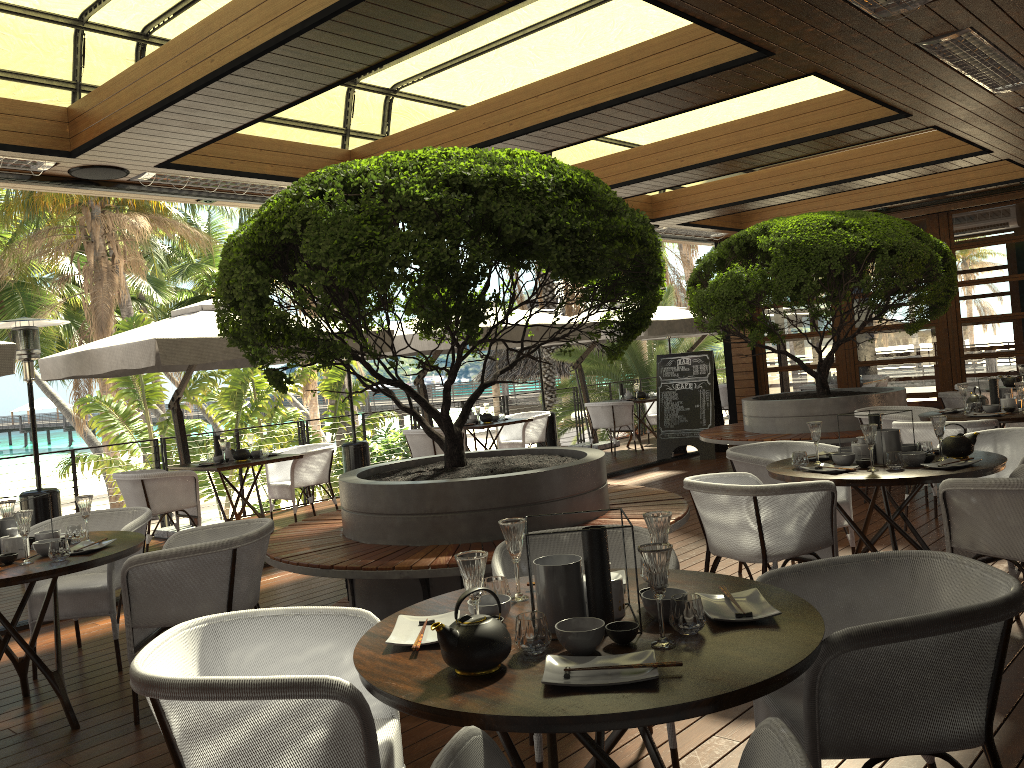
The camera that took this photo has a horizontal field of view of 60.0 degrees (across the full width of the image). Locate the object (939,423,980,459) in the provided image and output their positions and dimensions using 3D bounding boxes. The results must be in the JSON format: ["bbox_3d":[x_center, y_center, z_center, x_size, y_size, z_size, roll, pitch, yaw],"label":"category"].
[{"bbox_3d":[2.292,0.290,4.572,0.163,0.179,0.168,-5,1,-27],"label":"object"}]

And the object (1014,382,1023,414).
[{"bbox_3d":[3.713,0.100,6.458,0.082,0.227,0.082,-5,0,-43],"label":"object"}]

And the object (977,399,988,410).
[{"bbox_3d":[3.710,0.162,6.996,0.086,0.086,0.086,-5,1,11],"label":"object"}]

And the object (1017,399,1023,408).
[{"bbox_3d":[3.966,0.153,6.890,0.116,0.065,0.116,-5,1,-23],"label":"object"}]

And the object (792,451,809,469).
[{"bbox_3d":[1.523,0.402,4.690,0.086,0.086,0.086,-5,1,20],"label":"object"}]

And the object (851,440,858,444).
[{"bbox_3d":[1.934,0.361,4.942,0.086,0.086,0.086,-5,1,15],"label":"object"}]

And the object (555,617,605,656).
[{"bbox_3d":[0.159,0.588,2.050,0.116,0.065,0.116,-5,1,10],"label":"object"}]

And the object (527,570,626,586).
[{"bbox_3d":[0.191,0.593,2.634,0.294,0.025,0.170,-5,1,6],"label":"object"}]

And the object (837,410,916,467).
[{"bbox_3d":[1.914,0.280,4.658,0.263,0.264,0.263,-5,1,-30],"label":"object"}]

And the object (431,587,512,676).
[{"bbox_3d":[-0.087,0.552,2.004,0.168,0.179,0.163,-5,1,4],"label":"object"}]

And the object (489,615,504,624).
[{"bbox_3d":[-0.059,0.614,2.232,0.080,0.042,0.080,-5,1,0],"label":"object"}]

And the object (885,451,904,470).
[{"bbox_3d":[1.883,0.377,4.363,0.086,0.086,0.086,-5,1,15],"label":"object"}]

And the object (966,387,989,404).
[{"bbox_3d":[3.743,0.109,7.142,0.163,0.179,0.168,-5,1,-37],"label":"object"}]

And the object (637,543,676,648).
[{"bbox_3d":[0.340,0.487,2.046,0.082,0.227,0.082,-5,0,-5],"label":"object"}]

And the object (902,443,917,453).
[{"bbox_3d":[2.133,0.358,4.756,0.116,0.065,0.116,-5,1,-27],"label":"object"}]

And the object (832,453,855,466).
[{"bbox_3d":[1.726,0.397,4.610,0.116,0.065,0.116,-5,1,-27],"label":"object"}]

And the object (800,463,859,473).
[{"bbox_3d":[1.622,0.429,4.477,0.170,0.025,0.294,-6,1,-25],"label":"object"}]

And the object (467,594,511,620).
[{"bbox_3d":[-0.057,0.601,2.334,0.116,0.065,0.116,-5,1,22],"label":"object"}]

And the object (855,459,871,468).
[{"bbox_3d":[1.786,0.405,4.499,0.080,0.042,0.080,-5,1,3],"label":"object"}]

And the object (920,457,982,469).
[{"bbox_3d":[2.151,0.386,4.311,0.295,0.025,0.170,-6,1,-30],"label":"object"}]

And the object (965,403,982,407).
[{"bbox_3d":[3.612,0.183,6.938,0.116,0.065,0.116,-6,1,-35],"label":"object"}]

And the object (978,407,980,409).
[{"bbox_3d":[3.568,0.200,6.842,0.080,0.042,0.080,-5,1,20],"label":"object"}]

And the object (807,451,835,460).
[{"bbox_3d":[1.723,0.409,4.986,0.295,0.025,0.170,-6,1,-30],"label":"object"}]

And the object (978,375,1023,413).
[{"bbox_3d":[3.748,0.075,6.756,0.264,0.264,0.263,-6,1,-44],"label":"object"}]

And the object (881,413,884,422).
[{"bbox_3d":[2.031,0.279,4.919,0.082,0.227,0.082,-5,0,-36],"label":"object"}]

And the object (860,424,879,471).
[{"bbox_3d":[1.769,0.314,4.372,0.082,0.227,0.082,-5,0,-36],"label":"object"}]

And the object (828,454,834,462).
[{"bbox_3d":[1.750,0.403,4.780,0.080,0.042,0.080,-6,1,-32],"label":"object"}]

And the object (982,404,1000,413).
[{"bbox_3d":[3.589,0.191,6.636,0.116,0.065,0.116,-5,1,-23],"label":"object"}]

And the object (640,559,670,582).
[{"bbox_3d":[0.419,0.542,2.606,0.086,0.086,0.086,-6,1,-39],"label":"object"}]

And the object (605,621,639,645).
[{"bbox_3d":[0.261,0.590,2.086,0.080,0.042,0.080,-4,1,35],"label":"object"}]

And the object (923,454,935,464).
[{"bbox_3d":[2.093,0.379,4.473,0.080,0.042,0.080,-5,1,-9],"label":"object"}]

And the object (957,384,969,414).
[{"bbox_3d":[3.470,0.114,6.808,0.082,0.227,0.082,-5,0,-38],"label":"object"}]

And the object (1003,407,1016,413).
[{"bbox_3d":[3.681,0.196,6.558,0.080,0.042,0.080,-5,1,7],"label":"object"}]

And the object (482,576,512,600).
[{"bbox_3d":[-0.046,0.586,2.468,0.086,0.086,0.086,-5,1,6],"label":"object"}]

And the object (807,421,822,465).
[{"bbox_3d":[1.635,0.317,4.764,0.082,0.227,0.082,-5,0,-29],"label":"object"}]

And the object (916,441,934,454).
[{"bbox_3d":[2.164,0.347,4.646,0.086,0.086,0.086,-5,1,20],"label":"object"}]

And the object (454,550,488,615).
[{"bbox_3d":[-0.088,0.523,2.140,0.082,0.227,0.082,-5,0,-10],"label":"object"}]

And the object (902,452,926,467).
[{"bbox_3d":[2.004,0.376,4.422,0.116,0.065,0.116,-5,1,-4],"label":"object"}]

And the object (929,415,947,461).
[{"bbox_3d":[2.174,0.275,4.503,0.082,0.227,0.082,-5,0,-29],"label":"object"}]

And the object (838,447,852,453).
[{"bbox_3d":[1.846,0.381,4.850,0.116,0.065,0.116,-5,1,-4],"label":"object"}]

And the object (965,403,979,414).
[{"bbox_3d":[3.478,0.189,6.702,0.086,0.086,0.086,-5,1,6],"label":"object"}]

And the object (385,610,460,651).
[{"bbox_3d":[-0.226,0.637,2.268,0.170,0.025,0.295,-5,1,1],"label":"object"}]

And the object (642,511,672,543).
[{"bbox_3d":[0.414,0.472,2.466,0.082,0.227,0.082,-5,0,-10],"label":"object"}]

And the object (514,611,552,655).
[{"bbox_3d":[0.048,0.586,2.079,0.086,0.086,0.086,-6,1,-39],"label":"object"}]

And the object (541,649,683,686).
[{"bbox_3d":[0.214,0.606,1.882,0.294,0.025,0.170,-5,1,6],"label":"object"}]

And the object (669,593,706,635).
[{"bbox_3d":[0.419,0.552,2.122,0.086,0.086,0.086,-5,1,6],"label":"object"}]

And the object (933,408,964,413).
[{"bbox_3d":[3.459,0.215,7.020,0.295,0.025,0.170,-6,2,-39],"label":"object"}]

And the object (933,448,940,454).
[{"bbox_3d":[2.250,0.365,4.889,0.170,0.025,0.294,-6,1,-25],"label":"object"}]

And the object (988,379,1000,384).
[{"bbox_3d":[3.839,0.076,7.045,0.082,0.227,0.082,-5,0,35],"label":"object"}]

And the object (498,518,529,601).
[{"bbox_3d":[0.011,0.506,2.555,0.082,0.227,0.082,-5,0,-5],"label":"object"}]
